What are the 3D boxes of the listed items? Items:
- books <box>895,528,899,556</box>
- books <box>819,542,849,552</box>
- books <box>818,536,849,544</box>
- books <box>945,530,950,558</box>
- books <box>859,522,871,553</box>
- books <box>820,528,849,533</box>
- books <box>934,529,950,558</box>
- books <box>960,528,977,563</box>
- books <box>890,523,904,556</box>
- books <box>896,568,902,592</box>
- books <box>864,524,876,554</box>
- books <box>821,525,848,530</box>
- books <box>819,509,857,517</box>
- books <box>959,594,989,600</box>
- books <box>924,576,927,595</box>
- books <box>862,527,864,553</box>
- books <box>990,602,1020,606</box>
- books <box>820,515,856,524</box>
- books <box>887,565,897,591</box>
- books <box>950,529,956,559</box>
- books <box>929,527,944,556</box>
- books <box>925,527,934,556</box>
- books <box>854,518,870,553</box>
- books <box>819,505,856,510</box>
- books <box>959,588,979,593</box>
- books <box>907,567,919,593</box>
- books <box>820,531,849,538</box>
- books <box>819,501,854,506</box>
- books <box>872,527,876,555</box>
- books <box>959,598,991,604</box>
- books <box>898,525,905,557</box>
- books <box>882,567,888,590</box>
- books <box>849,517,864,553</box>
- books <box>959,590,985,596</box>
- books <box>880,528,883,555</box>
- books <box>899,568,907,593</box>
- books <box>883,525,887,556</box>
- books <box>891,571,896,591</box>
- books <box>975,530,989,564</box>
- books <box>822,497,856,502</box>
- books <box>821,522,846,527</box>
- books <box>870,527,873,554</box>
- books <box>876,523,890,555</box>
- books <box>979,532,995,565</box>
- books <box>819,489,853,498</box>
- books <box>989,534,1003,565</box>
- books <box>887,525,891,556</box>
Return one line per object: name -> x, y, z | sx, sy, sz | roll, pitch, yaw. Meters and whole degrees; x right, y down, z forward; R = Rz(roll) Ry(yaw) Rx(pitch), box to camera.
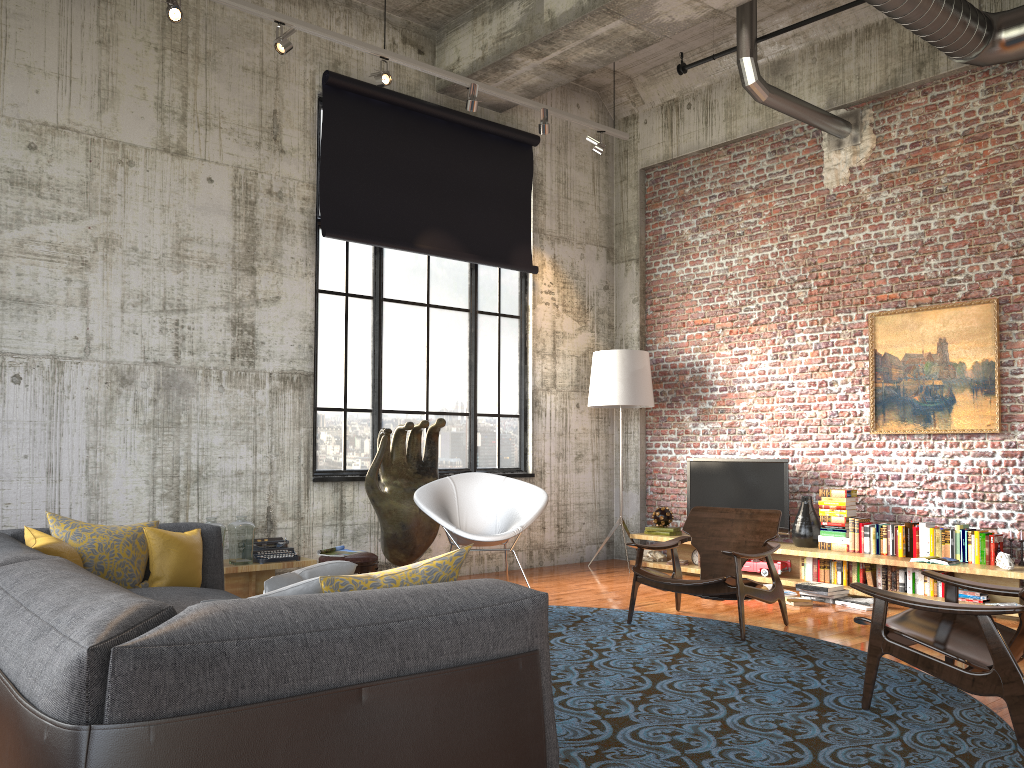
books -> 3.235, 1.306, 7.343 | 0.168, 0.231, 0.037 | 3, -4, -40
books -> 2.873, 1.422, 7.781 | 0.198, 0.065, 0.284 | 4, -5, -40
books -> 2.868, 1.363, 7.776 | 0.176, 0.053, 0.291 | 4, -5, -40
books -> 3.511, 1.286, 7.060 | 0.175, 0.240, 0.045 | 3, -4, -41
books -> 3.022, 1.313, 7.575 | 0.160, 0.250, 0.026 | 3, -3, -40
books -> 2.861, 1.279, 7.779 | 0.160, 0.026, 0.251 | 4, -6, -40
books -> 3.456, 1.286, 7.115 | 0.171, 0.246, 0.057 | 3, -4, -41
books -> 3.588, 1.269, 6.966 | 0.180, 0.259, 0.060 | 3, -4, -41
books -> 3.204, 1.293, 7.364 | 0.180, 0.259, 0.034 | 3, -4, -40
books -> 3.174, 1.597, 7.225 | 0.120, 0.181, 0.028 | 3, -4, -40
books -> 3.053, 1.314, 7.522 | 0.175, 0.240, 0.045 | 3, -4, -40
books -> 2.862, 1.253, 7.781 | 0.161, 0.027, 0.223 | 4, -6, -40
books -> 2.865, 1.128, 7.788 | 0.180, 0.060, 0.259 | 4, -5, -40
books -> 3.505, 1.614, 6.757 | 0.214, 0.025, 0.149 | -3, -5, 35
books -> 3.322, 1.588, 7.051 | 0.127, 0.174, 0.028 | 3, -4, -40
books -> 3.031, 1.325, 7.549 | 0.161, 0.223, 0.026 | 3, -4, -40
books -> 3.649, 1.627, 6.538 | 0.169, 0.023, 0.231 | 2, -5, -20
books -> 2.864, 1.186, 7.785 | 0.171, 0.057, 0.246 | 4, -5, -40
books -> 3.118, 1.578, 7.267 | 0.105, 0.224, 0.033 | 3, -3, -40
books -> 3.528, 1.276, 7.024 | 0.183, 0.253, 0.034 | 3, -4, -41
books -> 3.425, 1.285, 7.148 | 0.183, 0.253, 0.034 | 3, -4, -41
books -> 3.406, 1.287, 7.176 | 0.183, 0.253, 0.034 | 3, -4, -41
books -> 3.007, 1.298, 7.607 | 0.198, 0.284, 0.040 | 3, -4, -40
books -> 2.861, 1.081, 7.790 | 0.183, 0.034, 0.254 | 4, -6, -40
books -> 3.506, 1.568, 6.760 | 0.108, 0.019, 0.154 | 4, -6, -40
books -> 3.237, 1.573, 7.151 | 0.133, 0.219, 0.040 | 3, -3, -40
books -> 2.863, 1.315, 7.788 | 0.175, 0.045, 0.240 | 4, -5, -40
books -> 2.858, 1.047, 7.789 | 0.183, 0.034, 0.254 | 4, -6, -40
books -> 3.090, 1.319, 7.472 | 0.161, 0.223, 0.026 | 3, -4, -40
books -> 3.505, 1.640, 6.756 | 0.149, 0.026, 0.215 | 4, -6, -40
books -> 3.245, 1.292, 7.306 | 0.183, 0.253, 0.034 | 3, -4, -40
books -> 3.103, 1.600, 7.304 | 0.143, 0.186, 0.043 | 3, -4, -40
books -> 2.966, 1.297, 7.628 | 0.176, 0.290, 0.044 | 3, -3, -40
books -> 3.505, 1.590, 6.763 | 0.132, 0.024, 0.192 | 3, -5, -35
books -> 3.139, 1.316, 7.434 | 0.161, 0.223, 0.027 | 3, -4, -40
books -> 3.195, 1.593, 7.197 | 0.129, 0.185, 0.043 | 3, -4, -40
books -> 3.157, 1.303, 7.410 | 0.171, 0.246, 0.032 | 3, -4, -40
books -> 3.144, 1.611, 7.242 | 0.108, 0.156, 0.036 | 3, -4, -40
books -> 3.655, 1.267, 6.895 | 0.183, 0.253, 0.034 | 3, -4, -41
books -> 2.872, 1.011, 7.792 | 0.168, 0.037, 0.231 | 4, -5, -40
books -> 2.859, 1.227, 7.780 | 0.161, 0.026, 0.223 | 4, -6, -40
books -> 3.080, 1.321, 7.497 | 0.161, 0.223, 0.027 | 3, -4, -40
books -> 3.121, 1.303, 7.459 | 0.183, 0.253, 0.034 | 3, -4, -40
books -> 3.681, 1.272, 6.865 | 0.175, 0.240, 0.045 | 3, -4, -41
books -> 2.875, 0.961, 7.801 | 0.198, 0.065, 0.260 | 4, -5, -40
books -> 3.724, 1.273, 6.814 | 0.168, 0.231, 0.037 | 3, -4, -41
books -> 3.180, 1.299, 7.387 | 0.160, 0.250, 0.032 | 3, -3, -40
